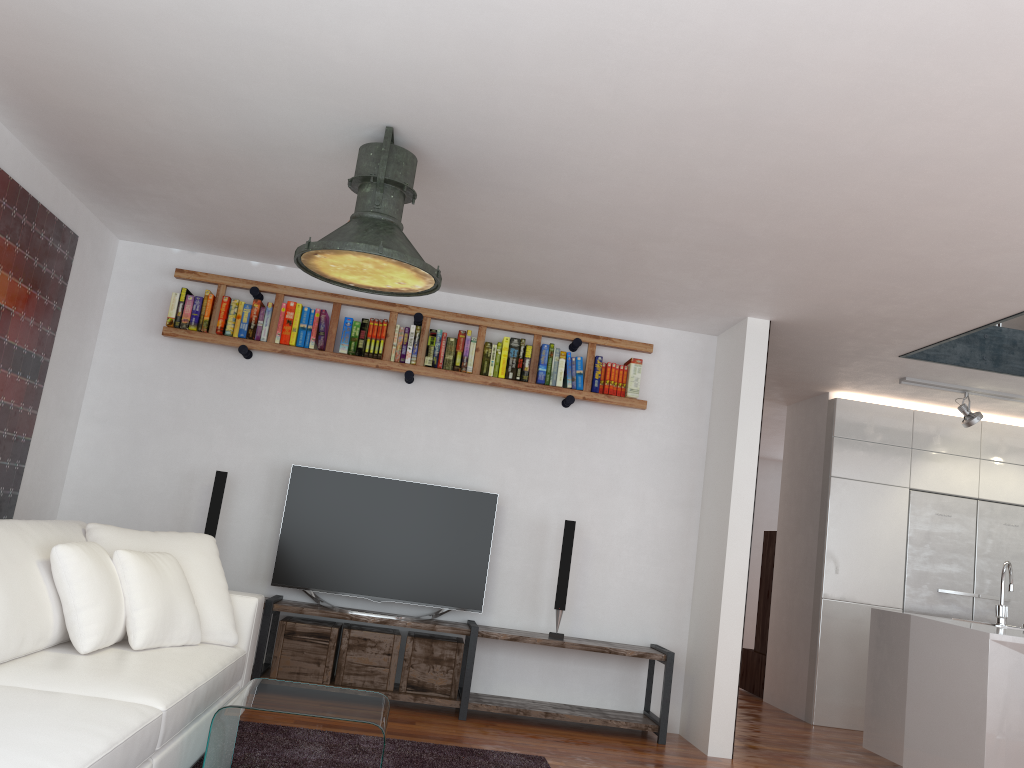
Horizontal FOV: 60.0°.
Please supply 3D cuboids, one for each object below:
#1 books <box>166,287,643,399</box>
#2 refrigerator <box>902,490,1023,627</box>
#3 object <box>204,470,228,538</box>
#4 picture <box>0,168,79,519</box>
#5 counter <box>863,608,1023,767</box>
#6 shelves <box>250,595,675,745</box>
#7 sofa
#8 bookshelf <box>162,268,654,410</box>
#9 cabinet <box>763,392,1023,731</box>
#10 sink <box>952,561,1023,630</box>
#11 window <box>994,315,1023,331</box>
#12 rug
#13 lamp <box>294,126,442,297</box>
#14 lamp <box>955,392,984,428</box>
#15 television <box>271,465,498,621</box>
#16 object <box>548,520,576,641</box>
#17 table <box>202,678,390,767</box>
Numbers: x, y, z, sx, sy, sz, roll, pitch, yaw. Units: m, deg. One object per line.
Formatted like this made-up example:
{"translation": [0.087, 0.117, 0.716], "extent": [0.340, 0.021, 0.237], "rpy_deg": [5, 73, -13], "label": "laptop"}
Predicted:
{"translation": [0.811, -0.827, 6.027], "extent": [5.671, 1.974, 0.733], "rpy_deg": [11, -11, -15], "label": "books"}
{"translation": [3.496, 1.781, 6.736], "extent": [1.119, 1.811, 0.142], "rpy_deg": [9, -10, -5], "label": "refrigerator"}
{"translation": [-1.729, 0.842, 5.082], "extent": [0.089, 0.687, 0.089], "rpy_deg": [12, -11, -20], "label": "object"}
{"translation": [-2.388, 0.002, 3.347], "extent": [0.007, 2.136, 2.770], "rpy_deg": [9, -10, -5], "label": "picture"}
{"translation": [3.412, 1.965, 5.210], "extent": [2.289, 0.903, 0.956], "rpy_deg": [9, -10, -5], "label": "counter"}
{"translation": [-0.830, 1.563, 5.110], "extent": [3.473, 0.506, 0.414], "rpy_deg": [9, -10, -5], "label": "shelves"}
{"translation": [-1.495, 0.837, 2.581], "extent": [0.987, 0.842, 3.086], "rpy_deg": [9, -10, -5], "label": "sofa"}
{"translation": [-0.609, -0.240, 5.528], "extent": [2.983, 0.465, 0.161], "rpy_deg": [9, -10, -5], "label": "bookshelf"}
{"translation": [3.493, 1.522, 7.243], "extent": [2.404, 2.506, 0.946], "rpy_deg": [9, -10, -5], "label": "cabinet"}
{"translation": [3.106, 1.398, 5.523], "extent": [0.492, 0.570, 0.459], "rpy_deg": [9, -10, -5], "label": "sink"}
{"translation": [3.952, -0.379, 5.127], "extent": [2.700, 0.035, 1.546], "rpy_deg": [9, -10, -5], "label": "window"}
{"translation": [-0.607, 1.387, 2.589], "extent": [1.895, 0.019, 3.193], "rpy_deg": [9, -10, -5], "label": "rug"}
{"translation": [-0.524, -0.699, 3.511], "extent": [0.572, 0.561, 0.572], "rpy_deg": [8, -10, 0], "label": "lamp"}
{"translation": [3.779, 0.271, 6.317], "extent": [1.324, 0.254, 0.154], "rpy_deg": [9, -10, -5], "label": "lamp"}
{"translation": [-0.743, 0.955, 5.226], "extent": [1.230, 0.786, 0.298], "rpy_deg": [9, -10, -5], "label": "television"}
{"translation": [0.304, 1.151, 5.235], "extent": [0.089, 0.687, 0.089], "rpy_deg": [7, -10, 5], "label": "object"}
{"translation": [-0.737, 1.285, 3.131], "extent": [0.565, 0.337, 0.551], "rpy_deg": [9, -10, -5], "label": "table"}
